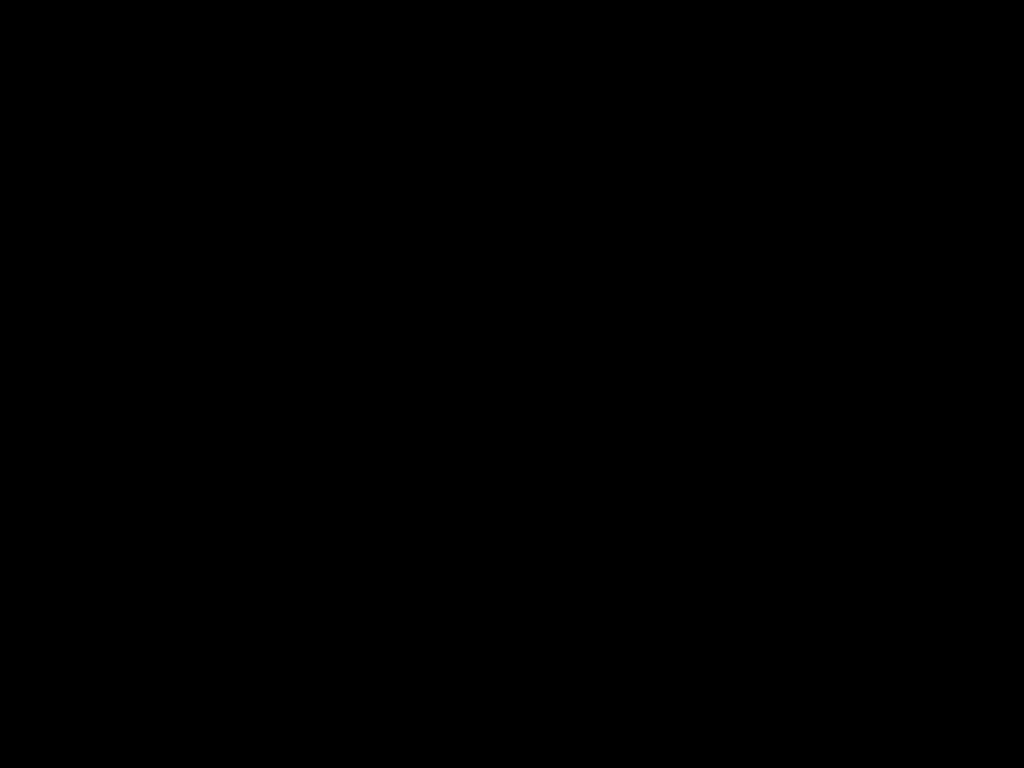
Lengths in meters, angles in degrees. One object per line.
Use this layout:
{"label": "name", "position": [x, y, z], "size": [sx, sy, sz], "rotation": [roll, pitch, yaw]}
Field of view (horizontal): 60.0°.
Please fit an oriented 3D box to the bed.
{"label": "bed", "position": [0.667, -0.419, 1.186], "size": [3.009, 0.994, 2.087], "rotation": [-11, 6, -33]}
